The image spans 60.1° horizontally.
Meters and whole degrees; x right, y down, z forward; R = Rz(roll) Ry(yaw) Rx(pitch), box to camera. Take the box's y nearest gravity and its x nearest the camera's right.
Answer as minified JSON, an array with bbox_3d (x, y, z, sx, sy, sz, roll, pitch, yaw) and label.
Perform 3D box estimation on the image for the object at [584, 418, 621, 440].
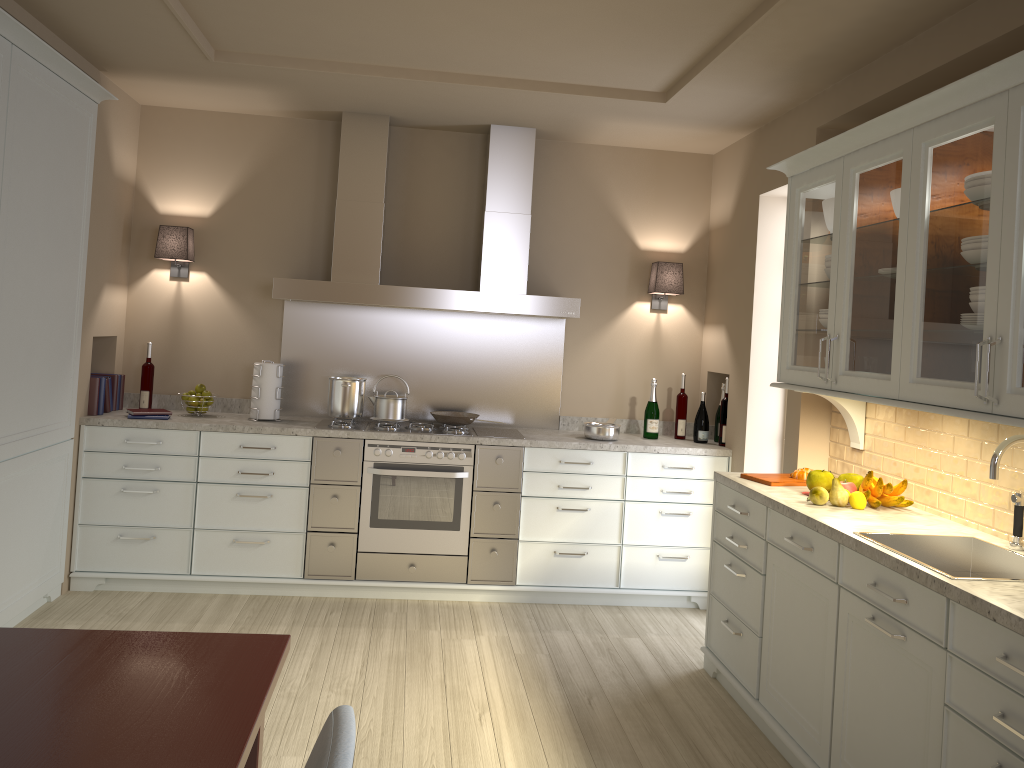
[{"bbox_3d":[0.522,0.241,4.717,0.198,0.090,0.370,5,3,35],"label":"object"}]

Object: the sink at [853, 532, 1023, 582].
[{"bbox_3d":[1.202,0.667,2.371,0.380,0.415,0.485,3,1,-6],"label":"sink"}]

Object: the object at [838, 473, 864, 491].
[{"bbox_3d":[1.240,0.373,3.231,0.103,0.090,0.106,2,2,-42],"label":"object"}]

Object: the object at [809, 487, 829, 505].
[{"bbox_3d":[1.060,0.385,3.058,0.066,0.064,0.094,4,2,13],"label":"object"}]

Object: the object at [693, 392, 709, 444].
[{"bbox_3d":[1.025,0.180,4.773,0.084,0.277,0.083,3,-1,15],"label":"object"}]

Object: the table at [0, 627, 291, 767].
[{"bbox_3d":[-0.761,0.899,0.935,0.751,0.680,1.761,3,3,-6],"label":"table"}]

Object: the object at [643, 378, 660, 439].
[{"bbox_3d":[0.767,0.134,4.830,0.083,0.332,0.083,3,-1,22],"label":"object"}]

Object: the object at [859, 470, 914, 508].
[{"bbox_3d":[1.269,0.359,3.077,0.181,0.136,0.197,3,2,-25],"label":"object"}]

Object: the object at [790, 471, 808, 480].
[{"bbox_3d":[1.155,0.364,3.515,0.099,0.037,0.044,5,2,24],"label":"object"}]

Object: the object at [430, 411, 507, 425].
[{"bbox_3d":[-0.256,0.191,4.638,0.264,0.051,0.425,1,4,-39],"label":"object"}]

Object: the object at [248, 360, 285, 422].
[{"bbox_3d":[-1.264,0.032,4.556,0.168,0.304,0.163,4,0,-22],"label":"object"}]

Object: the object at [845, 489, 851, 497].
[{"bbox_3d":[1.152,0.393,3.094,0.055,0.055,0.066,3,2,-43],"label":"object"}]

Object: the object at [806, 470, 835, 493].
[{"bbox_3d":[1.140,0.365,3.264,0.104,0.091,0.106,4,1,0],"label":"object"}]

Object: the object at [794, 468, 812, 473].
[{"bbox_3d":[1.205,0.362,3.621,0.099,0.037,0.044,4,1,4],"label":"object"}]

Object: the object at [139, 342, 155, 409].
[{"bbox_3d":[-1.889,-0.037,4.583,0.062,0.366,0.062,3,-1,20],"label":"object"}]

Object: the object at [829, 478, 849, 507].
[{"bbox_3d":[1.126,0.373,3.041,0.064,0.098,0.064,4,0,-10],"label":"object"}]

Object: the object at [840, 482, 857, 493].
[{"bbox_3d":[1.187,0.384,3.152,0.081,0.070,0.085,3,2,-37],"label":"object"}]

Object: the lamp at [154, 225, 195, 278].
[{"bbox_3d":[-1.777,-0.700,4.682,0.169,0.259,0.192,4,0,-6],"label":"lamp"}]

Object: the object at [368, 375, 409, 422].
[{"bbox_3d":[-0.639,0.069,4.668,0.209,0.237,0.208,4,1,27],"label":"object"}]

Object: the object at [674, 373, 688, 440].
[{"bbox_3d":[0.939,0.124,4.892,0.062,0.366,0.062,3,-1,27],"label":"object"}]

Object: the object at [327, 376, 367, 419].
[{"bbox_3d":[-0.871,0.071,4.649,0.201,0.207,0.200,4,1,41],"label":"object"}]

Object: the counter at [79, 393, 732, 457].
[{"bbox_3d":[-0.476,0.209,4.639,3.842,0.114,0.579,3,3,-6],"label":"counter"}]

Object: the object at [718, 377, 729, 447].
[{"bbox_3d":[1.135,0.148,4.681,0.062,0.366,0.062,3,-1,27],"label":"object"}]

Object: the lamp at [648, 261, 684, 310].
[{"bbox_3d":[0.860,-0.550,4.970,0.169,0.259,0.192,4,0,-6],"label":"lamp"}]

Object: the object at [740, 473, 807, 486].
[{"bbox_3d":[1.121,0.385,3.548,0.350,0.020,0.201,2,3,-21],"label":"object"}]

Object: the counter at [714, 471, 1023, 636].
[{"bbox_3d":[1.225,0.466,2.648,0.522,0.035,2.201,3,3,-6],"label":"counter"}]

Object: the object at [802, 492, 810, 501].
[{"bbox_3d":[1.068,0.404,3.165,0.040,0.013,0.155,4,3,9],"label":"object"}]

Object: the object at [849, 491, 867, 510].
[{"bbox_3d":[1.179,0.399,3.016,0.056,0.066,0.053,4,1,0],"label":"object"}]

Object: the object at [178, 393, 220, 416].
[{"bbox_3d":[-1.620,0.108,4.561,0.206,0.109,0.205,5,3,39],"label":"object"}]

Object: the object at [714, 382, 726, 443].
[{"bbox_3d":[1.161,0.157,4.861,0.083,0.332,0.083,3,-1,22],"label":"object"}]

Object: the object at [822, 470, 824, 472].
[{"bbox_3d":[1.146,0.325,3.258,0.003,0.021,0.018,4,1,-20],"label":"object"}]
